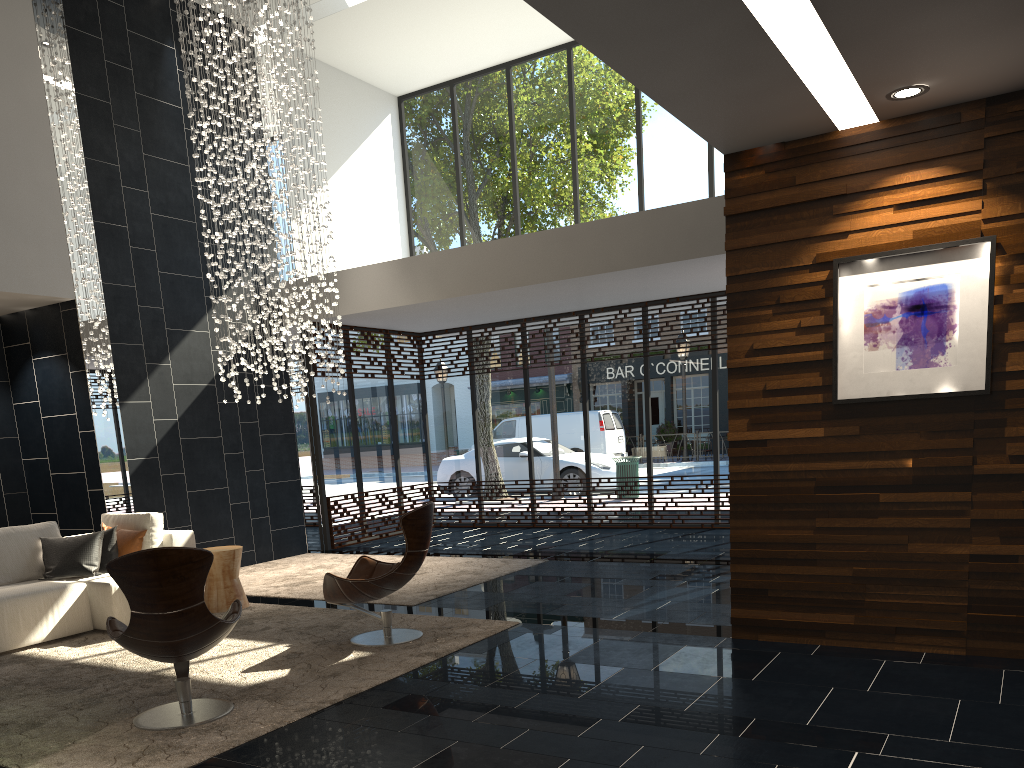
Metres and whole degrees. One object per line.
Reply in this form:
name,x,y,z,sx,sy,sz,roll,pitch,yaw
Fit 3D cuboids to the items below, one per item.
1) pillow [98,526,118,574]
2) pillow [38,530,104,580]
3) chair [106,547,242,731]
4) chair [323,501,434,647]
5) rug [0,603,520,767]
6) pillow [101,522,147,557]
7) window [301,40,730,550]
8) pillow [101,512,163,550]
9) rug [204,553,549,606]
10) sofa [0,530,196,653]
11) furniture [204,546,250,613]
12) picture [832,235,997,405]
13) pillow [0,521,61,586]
pillow,-3.410,1.369,7.000,0.554,0.427,0.248,-4,7,-1
pillow,-3.495,1.368,6.842,0.504,0.375,0.292,-4,5,-9
chair,-1.684,1.246,4.419,0.666,0.953,0.779,-7,6,-31
chair,-0.885,1.274,5.877,0.788,0.954,0.657,-4,6,-1
rug,-3.287,1.922,6.332,5.914,0.006,3.151,-5,-4,31
pillow,-3.272,1.355,7.142,0.521,0.424,0.261,-2,6,27
window,0.665,-1.158,9.855,6.150,6.181,2.283,-1,8,31
pillow,-3.235,1.320,7.332,0.713,0.471,0.212,-3,7,32
rug,-1.673,1.958,8.880,3.424,0.006,2.291,-5,-4,31
sofa,-3.767,1.606,6.472,1.293,0.697,2.795,-4,-2,31
furniture,-2.468,1.660,7.346,0.389,0.535,0.386,-6,6,-24
picture,2.078,-0.308,4.504,0.763,0.794,0.032,-1,10,30
pillow,-3.886,1.338,6.819,0.290,0.446,0.704,1,3,32
